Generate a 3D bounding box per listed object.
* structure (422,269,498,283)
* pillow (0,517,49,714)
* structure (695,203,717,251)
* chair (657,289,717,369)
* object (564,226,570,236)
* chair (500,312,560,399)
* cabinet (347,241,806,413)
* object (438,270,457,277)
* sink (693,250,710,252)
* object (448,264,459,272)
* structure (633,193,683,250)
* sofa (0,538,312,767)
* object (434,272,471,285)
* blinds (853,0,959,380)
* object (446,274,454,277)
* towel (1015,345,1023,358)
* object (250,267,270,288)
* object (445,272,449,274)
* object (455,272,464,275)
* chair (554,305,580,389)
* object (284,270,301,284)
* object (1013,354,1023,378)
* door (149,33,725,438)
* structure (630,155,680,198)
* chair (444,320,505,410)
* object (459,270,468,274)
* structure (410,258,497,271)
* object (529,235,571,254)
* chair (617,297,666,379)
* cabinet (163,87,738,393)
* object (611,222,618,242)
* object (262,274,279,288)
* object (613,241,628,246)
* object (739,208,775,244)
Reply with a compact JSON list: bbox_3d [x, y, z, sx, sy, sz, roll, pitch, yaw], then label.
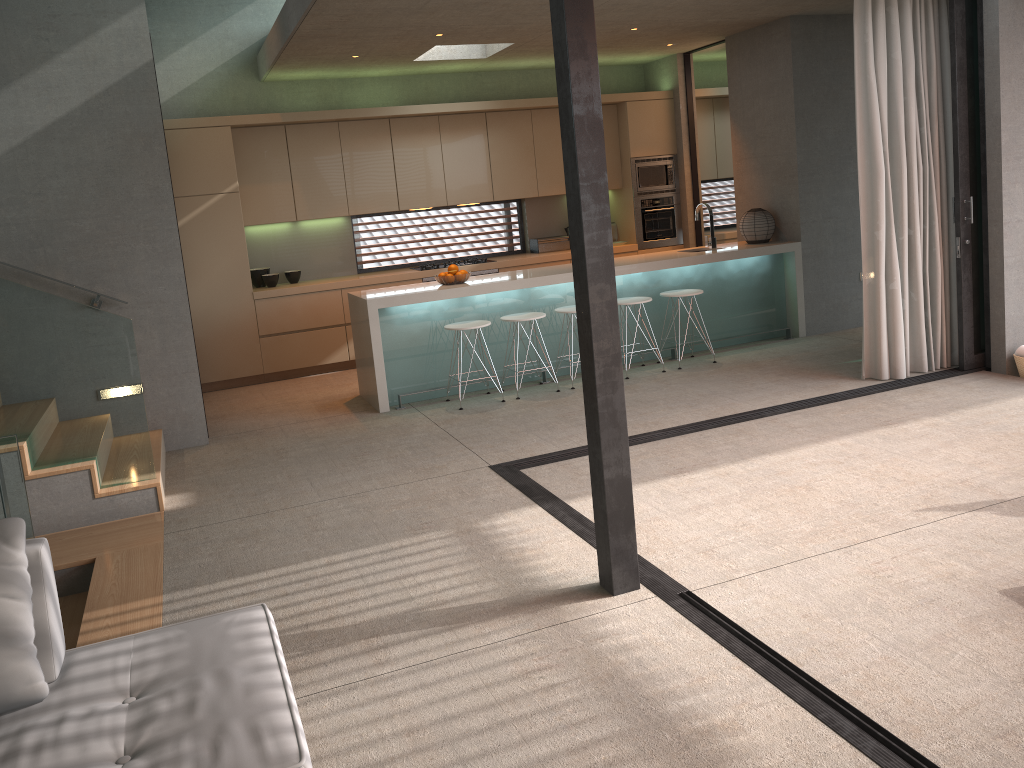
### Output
[{"bbox_3d":[-0.513,-0.912,9.268,0.831,0.495,0.080,-10,9,-20],"label":"structure"},{"bbox_3d":[-1.529,0.651,2.355,0.494,0.478,0.268,-9,10,-20],"label":"pillow"},{"bbox_3d":[1.793,-1.472,8.287,0.097,0.436,0.260,-8,9,-20],"label":"structure"},{"bbox_3d":[1.492,-0.489,7.671,0.383,0.617,0.385,-9,10,-20],"label":"chair"},{"bbox_3d":[0.754,-1.706,10.171,0.278,0.282,0.179,-8,9,-15],"label":"object"},{"bbox_3d":[0.118,-0.244,7.156,0.383,0.617,0.385,-9,10,-20],"label":"chair"},{"bbox_3d":[0.688,-0.617,7.971,4.138,0.889,0.807,-10,11,-20],"label":"cabinet"},{"bbox_3d":[-0.544,-0.896,7.421,0.173,0.099,0.098,0,11,24],"label":"object"},{"bbox_3d":[1.802,-1.188,8.438,0.376,0.133,0.378,-10,13,-20],"label":"sink"},{"bbox_3d":[-0.498,-0.967,7.486,0.095,0.093,0.095,-6,10,0],"label":"object"},{"bbox_3d":[1.591,-1.881,10.217,0.599,0.573,0.501,-9,10,-20],"label":"structure"},{"bbox_3d":[-1.361,0.916,2.182,1.602,0.724,1.022,-10,12,-20],"label":"sofa"},{"bbox_3d":[-0.498,-0.889,7.462,0.316,0.081,0.318,-10,13,-20],"label":"object"},{"bbox_3d":[2.878,-1.521,6.425,0.889,2.901,0.231,-9,9,-24],"label":"blinds"},{"bbox_3d":[-0.519,-0.880,7.375,0.081,0.080,0.082,-4,10,9],"label":"object"},{"bbox_3d":[3.796,-0.111,6.207,0.310,0.308,0.372,-9,11,-19],"label":"towel"},{"bbox_3d":[-2.565,-1.077,8.983,0.227,0.186,0.226,-15,14,-42],"label":"object"},{"bbox_3d":[-0.555,-0.912,7.525,0.086,0.086,0.088,0,12,30],"label":"object"},{"bbox_3d":[-0.438,-0.896,7.393,0.087,0.086,0.087,-11,12,-29],"label":"object"},{"bbox_3d":[0.563,-0.323,7.322,0.383,0.617,0.385,-9,10,-20],"label":"chair"},{"bbox_3d":[-2.244,-1.096,9.068,0.170,0.125,0.170,-13,13,-33],"label":"object"},{"bbox_3d":[3.939,-0.081,6.271,0.683,0.297,0.450,-10,12,-20],"label":"object"},{"bbox_3d":[-0.895,-0.117,5.040,5.785,4.422,15.499,4,15,41],"label":"door"},{"bbox_3d":[1.536,-2.380,10.166,0.599,0.432,0.464,-9,11,-20],"label":"structure"},{"bbox_3d":[-0.321,-0.166,6.993,0.383,0.617,0.385,-9,10,-20],"label":"chair"},{"bbox_3d":[-0.416,-0.920,7.481,0.095,0.093,0.095,-12,12,-31],"label":"object"},{"bbox_3d":[-0.631,-1.267,9.457,0.842,0.090,0.468,-10,13,-20],"label":"structure"},{"bbox_3d":[0.433,-1.595,10.096,0.402,0.158,0.242,-10,12,-20],"label":"object"},{"bbox_3d":[1.024,-0.405,7.496,0.383,0.617,0.385,-9,10,-20],"label":"chair"},{"bbox_3d":[0.512,-1.712,9.189,7.501,2.538,1.982,-10,10,-20],"label":"cabinet"},{"bbox_3d":[1.032,-1.747,10.327,0.391,0.245,0.151,-10,10,-20],"label":"object"},{"bbox_3d":[-2.415,-1.034,8.863,0.170,0.125,0.170,-13,13,-33],"label":"object"},{"bbox_3d":[1.174,-1.597,10.070,0.310,0.034,0.314,4,15,37],"label":"object"},{"bbox_3d":[2.372,-1.531,8.548,0.342,0.331,0.342,-11,11,-28],"label":"object"}]
